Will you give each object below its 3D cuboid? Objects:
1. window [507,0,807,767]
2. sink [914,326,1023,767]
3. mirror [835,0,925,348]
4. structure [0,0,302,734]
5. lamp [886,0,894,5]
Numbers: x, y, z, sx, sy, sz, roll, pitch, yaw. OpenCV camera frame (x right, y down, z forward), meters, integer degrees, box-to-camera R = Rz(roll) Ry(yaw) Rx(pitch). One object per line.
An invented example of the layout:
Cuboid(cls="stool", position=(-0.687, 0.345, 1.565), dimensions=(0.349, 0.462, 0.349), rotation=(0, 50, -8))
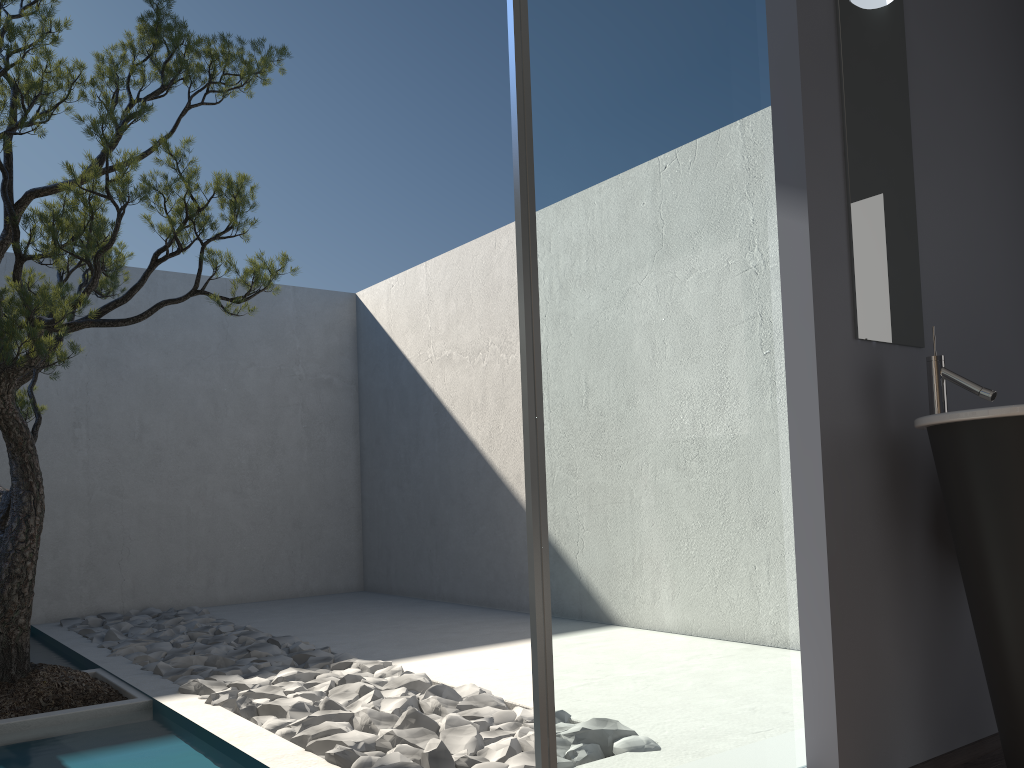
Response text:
Cuboid(cls="window", position=(0.767, -0.400, 2.502), dimensions=(1.886, 2.988, 0.022), rotation=(1, -4, -37))
Cuboid(cls="sink", position=(1.398, 0.421, 2.248), dimensions=(0.648, 1.244, 0.648), rotation=(-5, -5, 35))
Cuboid(cls="mirror", position=(1.084, -0.748, 2.618), dimensions=(0.354, 1.264, 0.012), rotation=(0, -4, -37))
Cuboid(cls="structure", position=(-2.410, -0.123, 3.626), dimensions=(2.590, 3.452, 2.530), rotation=(2, -6, -43))
Cuboid(cls="lamp", position=(1.090, -1.263, 2.622), dimensions=(0.157, 0.213, 0.058), rotation=(1, -5, -37))
